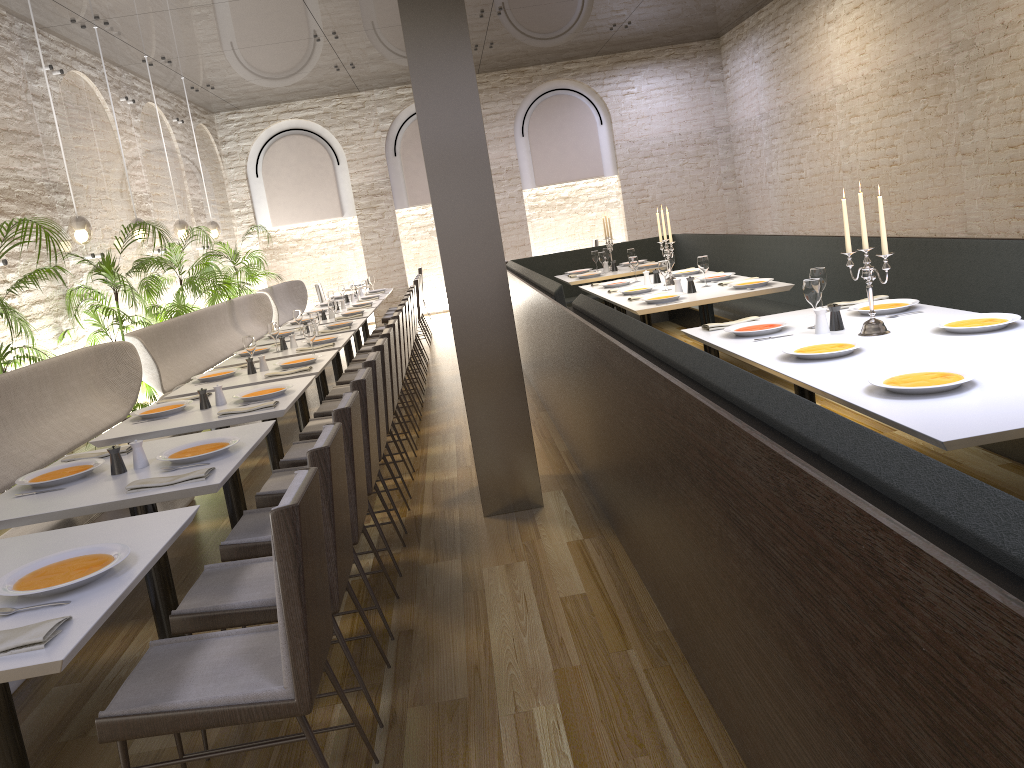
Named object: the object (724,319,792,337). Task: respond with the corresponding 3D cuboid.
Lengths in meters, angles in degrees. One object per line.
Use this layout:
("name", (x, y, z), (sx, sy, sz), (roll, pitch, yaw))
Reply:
("object", (1.193, -0.266, 4.303), (0.321, 0.036, 0.324), (-6, 11, 17))

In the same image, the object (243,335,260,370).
("object", (-1.758, -0.212, 5.978), (0.086, 0.229, 0.086), (-2, 11, 39))

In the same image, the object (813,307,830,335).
("object", (1.398, -0.286, 4.004), (0.069, 0.126, 0.069), (-10, 9, -9))

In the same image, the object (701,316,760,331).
("object", (1.142, -0.319, 4.630), (0.273, 0.033, 0.143), (-10, 10, -3))

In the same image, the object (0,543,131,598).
("object", (-1.139, 0.484, 2.258), (0.323, 0.036, 0.322), (-14, 11, -24))

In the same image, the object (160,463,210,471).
("object", (-1.223, 0.308, 3.315), (0.181, 0.015, 0.038), (-9, 10, -2))

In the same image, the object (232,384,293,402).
("object", (-1.326, 0.053, 4.732), (0.323, 0.036, 0.322), (-14, 11, -24))

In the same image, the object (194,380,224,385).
("object", (-1.930, -0.011, 5.645), (0.185, 0.010, 0.017), (-10, 10, -3))

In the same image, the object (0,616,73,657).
("object", (-1.113, 0.552, 1.903), (0.273, 0.033, 0.143), (-10, 10, -3))

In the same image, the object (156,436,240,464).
("object", (-1.233, 0.268, 3.495), (0.323, 0.036, 0.322), (-14, 11, -24))

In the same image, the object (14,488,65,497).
("object", (-1.751, 0.399, 3.288), (0.185, 0.010, 0.017), (-10, 10, -3))

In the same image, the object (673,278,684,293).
("object", (1.209, -0.711, 6.447), (0.068, 0.126, 0.069), (-6, 9, 20))

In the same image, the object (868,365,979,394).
("object", (1.306, -0.008, 2.817), (0.323, 0.036, 0.322), (-14, 12, -27))

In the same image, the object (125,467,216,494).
("object", (-1.206, 0.337, 3.140), (0.273, 0.033, 0.143), (-10, 10, -3))

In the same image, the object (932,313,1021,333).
("object", (1.876, -0.240, 3.583), (0.323, 0.036, 0.322), (-14, 12, -27))

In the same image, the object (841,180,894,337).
("object", (1.506, -0.535, 3.762), (0.131, 0.653, 0.393), (-8, 9, 8))

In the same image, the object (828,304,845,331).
("object", (1.473, -0.304, 4.032), (0.069, 0.126, 0.069), (-10, 9, -9))

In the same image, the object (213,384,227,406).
("object", (-1.551, 0.055, 4.695), (0.059, 0.109, 0.059), (-11, 9, -11))

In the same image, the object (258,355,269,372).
("object", (-1.635, -0.140, 5.815), (0.059, 0.109, 0.060), (-8, 9, 5))

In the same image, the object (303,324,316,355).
("object", (-1.383, -0.294, 6.101), (0.086, 0.229, 0.086), (-2, 11, 39))

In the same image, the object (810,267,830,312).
("object", (1.599, -0.487, 4.600), (0.086, 0.229, 0.087), (-8, 9, 9))

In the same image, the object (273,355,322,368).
("object", (-1.411, -0.142, 5.852), (0.321, 0.036, 0.324), (-3, 12, 32))

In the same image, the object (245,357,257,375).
("object", (-1.701, -0.120, 5.766), (0.059, 0.109, 0.060), (-8, 9, 5))

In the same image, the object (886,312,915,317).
("object", (1.832, -0.328, 4.133), (0.181, 0.015, 0.038), (-9, 10, -2))

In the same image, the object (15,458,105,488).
("object", (-1.762, 0.357, 3.468), (0.323, 0.036, 0.322), (-14, 11, -24))

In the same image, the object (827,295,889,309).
("object", (1.820, -0.433, 4.666), (0.273, 0.033, 0.143), (-10, 10, -3))

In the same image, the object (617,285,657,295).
("object", (0.989, -0.737, 7.009), (0.321, 0.036, 0.324), (-6, 11, 17))

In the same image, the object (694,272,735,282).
("object", (1.614, -0.842, 7.040), (0.321, 0.036, 0.324), (-6, 11, 17))

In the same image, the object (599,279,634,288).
("object", (0.925, -0.884, 7.850), (0.322, 0.036, 0.323), (-10, 10, -7))

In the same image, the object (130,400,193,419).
("object", (-1.856, 0.142, 4.705), (0.323, 0.036, 0.322), (-14, 11, -24))

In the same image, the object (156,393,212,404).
("object", (-1.863, 0.087, 5.045), (0.273, 0.033, 0.143), (-10, 10, -3))

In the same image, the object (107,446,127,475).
("object", (-1.523, 0.290, 3.409), (0.059, 0.109, 0.059), (-11, 9, -11))

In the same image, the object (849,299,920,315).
("object", (1.819, -0.371, 4.334), (0.321, 0.036, 0.324), (-6, 11, 17))

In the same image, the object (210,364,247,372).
("object", (-1.947, -0.108, 6.165), (0.273, 0.033, 0.143), (-10, 10, -3))

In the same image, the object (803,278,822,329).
("object", (1.421, -0.379, 4.168), (0.086, 0.229, 0.087), (-8, 9, 9))

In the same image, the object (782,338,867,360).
("object", (1.250, -0.136, 3.551), (0.323, 0.036, 0.322), (-14, 12, -27))

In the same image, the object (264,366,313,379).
("object", (-1.384, -0.073, 5.497), (0.273, 0.033, 0.143), (-10, 10, -3))

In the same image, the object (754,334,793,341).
("object", (1.204, -0.216, 4.077), (0.185, 0.010, 0.017), (-10, 10, -3))

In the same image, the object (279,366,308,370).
("object", (-1.401, -0.102, 5.671), (0.181, 0.015, 0.038), (-9, 10, -2))

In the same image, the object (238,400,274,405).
("object", (-1.316, 0.093, 4.551), (0.181, 0.015, 0.038), (-9, 10, -2))

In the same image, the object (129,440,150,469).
("object", (-1.457, 0.270, 3.458), (0.059, 0.109, 0.059), (-11, 9, -11))

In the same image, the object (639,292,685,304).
("object", (1.051, -0.595, 6.191), (0.321, 0.036, 0.323), (-10, 10, -5))

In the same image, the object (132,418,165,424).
("object", (-1.845, 0.184, 4.525), (0.185, 0.010, 0.017), (-10, 10, -3))

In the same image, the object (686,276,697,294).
("object", (1.293, -0.716, 6.402), (0.068, 0.126, 0.069), (-4, 10, 28))

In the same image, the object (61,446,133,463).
("object", (-1.769, 0.302, 3.808), (0.273, 0.033, 0.143), (-10, 10, -3))

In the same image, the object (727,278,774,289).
("object", (1.676, -0.700, 6.222), (0.323, 0.036, 0.322), (-14, 12, -27))

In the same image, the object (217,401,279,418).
("object", (-1.300, 0.122, 4.377), (0.273, 0.033, 0.143), (-10, 10, -3))

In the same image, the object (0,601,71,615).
("object", (-1.129, 0.523, 2.078), (0.181, 0.015, 0.038), (-9, 10, -2))

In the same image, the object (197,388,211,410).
("object", (-1.616, 0.075, 4.646), (0.059, 0.109, 0.059), (-11, 9, -11))
